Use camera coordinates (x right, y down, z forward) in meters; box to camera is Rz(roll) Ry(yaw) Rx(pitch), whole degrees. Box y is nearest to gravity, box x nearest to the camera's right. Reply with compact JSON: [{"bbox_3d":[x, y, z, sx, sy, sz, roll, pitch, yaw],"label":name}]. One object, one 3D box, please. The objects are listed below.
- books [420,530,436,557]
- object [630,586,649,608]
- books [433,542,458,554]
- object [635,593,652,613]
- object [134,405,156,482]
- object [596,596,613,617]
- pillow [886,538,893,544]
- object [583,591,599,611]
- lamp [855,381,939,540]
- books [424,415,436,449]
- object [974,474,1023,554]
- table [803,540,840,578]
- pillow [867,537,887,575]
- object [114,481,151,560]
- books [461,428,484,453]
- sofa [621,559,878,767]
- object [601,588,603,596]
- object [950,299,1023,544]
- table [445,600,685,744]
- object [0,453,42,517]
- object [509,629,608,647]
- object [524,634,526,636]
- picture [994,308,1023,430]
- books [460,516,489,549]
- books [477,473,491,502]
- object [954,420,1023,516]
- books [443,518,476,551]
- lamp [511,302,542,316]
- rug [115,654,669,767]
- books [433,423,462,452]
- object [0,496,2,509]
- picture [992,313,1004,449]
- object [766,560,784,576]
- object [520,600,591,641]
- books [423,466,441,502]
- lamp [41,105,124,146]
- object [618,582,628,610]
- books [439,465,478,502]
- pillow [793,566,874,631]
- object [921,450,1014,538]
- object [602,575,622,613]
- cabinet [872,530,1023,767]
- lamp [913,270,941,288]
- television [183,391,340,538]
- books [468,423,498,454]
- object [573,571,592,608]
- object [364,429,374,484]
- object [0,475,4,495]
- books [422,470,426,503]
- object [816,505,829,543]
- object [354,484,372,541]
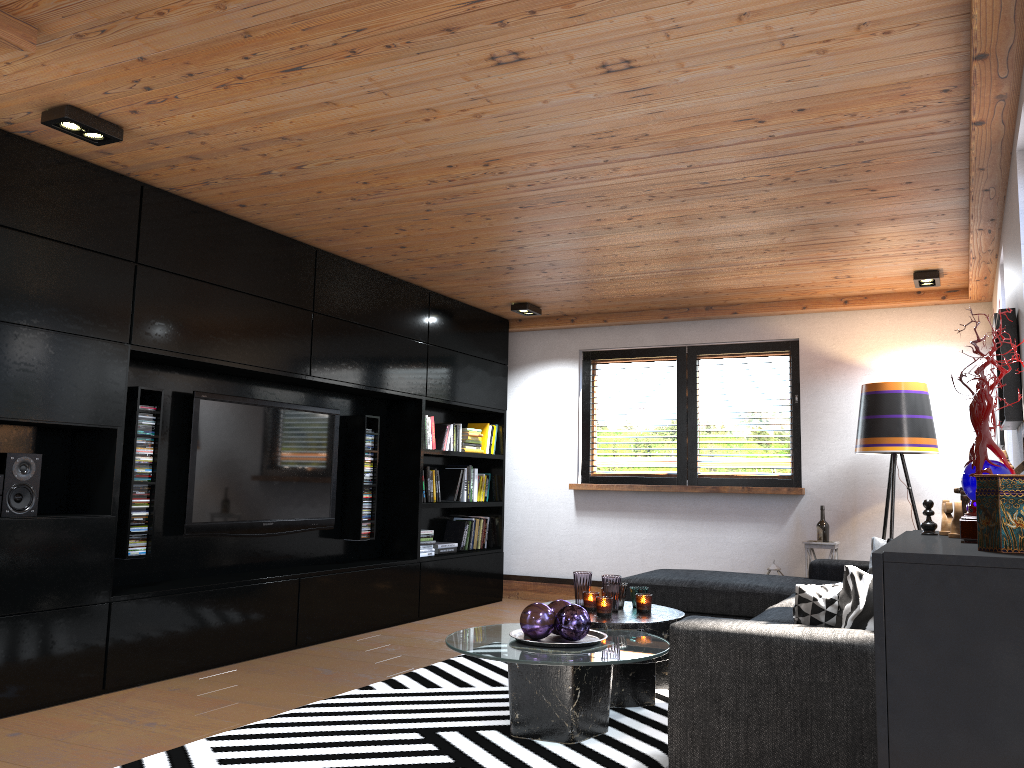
[{"bbox_3d":[-0.740,1.184,6.600,0.256,0.188,0.305,-3,-8,33],"label":"books"},{"bbox_3d":[0.621,1.045,4.336,0.093,0.099,0.091,5,-8,-26],"label":"object"},{"bbox_3d":[-0.585,1.279,6.914,0.207,0.073,0.268,-3,-7,30],"label":"books"},{"bbox_3d":[0.624,1.037,4.191,0.078,0.081,0.080,-5,-9,41],"label":"object"},{"bbox_3d":[-1.902,0.299,4.467,0.124,0.380,0.126,-2,-8,26],"label":"object"},{"bbox_3d":[0.422,1.017,4.054,0.078,0.081,0.080,-5,-9,41],"label":"object"},{"bbox_3d":[1.999,0.954,4.524,0.308,0.364,0.672,-2,-7,22],"label":"pillow"},{"bbox_3d":[0.377,1.036,4.232,0.078,0.081,0.080,-5,-9,41],"label":"object"},{"bbox_3d":[3.110,0.856,5.833,1.626,1.702,0.523,1,-7,5],"label":"lamp"},{"bbox_3d":[-0.718,0.353,6.616,0.206,0.271,0.242,-2,-8,27],"label":"books"},{"bbox_3d":[0.866,0.225,1.544,0.107,0.135,0.097,-1,-7,17],"label":"object"},{"bbox_3d":[2.191,1.421,6.256,0.224,0.610,0.226,-2,-8,26],"label":"table"},{"bbox_3d":[2.163,1.006,5.006,0.216,0.347,0.568,0,-7,7],"label":"pillow"},{"bbox_3d":[-1.910,0.675,4.420,0.124,0.379,0.126,-2,-8,26],"label":"object"},{"bbox_3d":[-0.396,0.470,7.300,0.258,0.198,0.298,-3,-8,29],"label":"books"},{"bbox_3d":[1.189,1.066,4.205,2.068,0.820,3.114,-2,-7,27],"label":"sofa"},{"bbox_3d":[0.483,1.058,4.407,0.078,0.081,0.080,-5,-9,41],"label":"object"},{"bbox_3d":[0.992,0.072,1.829,0.150,0.505,0.327,-2,-8,26],"label":"object"},{"bbox_3d":[0.326,1.216,3.811,0.887,0.372,1.536,-2,-7,27],"label":"table"},{"bbox_3d":[-2.172,0.429,3.785,0.262,0.266,0.157,-2,-8,26],"label":"object"},{"bbox_3d":[0.185,1.015,3.553,0.399,0.022,0.390,7,-9,-44],"label":"object"},{"bbox_3d":[0.084,0.989,3.639,0.078,0.081,0.080,-5,-9,41],"label":"object"},{"bbox_3d":[2.096,-0.047,3.748,0.066,0.452,0.563,-2,-8,27],"label":"picture"},{"bbox_3d":[-0.334,1.247,7.436,0.210,0.262,0.254,-2,-8,27],"label":"books"},{"bbox_3d":[-0.323,0.870,7.458,0.187,0.239,0.292,-2,-7,25],"label":"books"},{"bbox_3d":[1.153,0.222,2.083,0.208,0.271,0.289,-2,-8,27],"label":"object"},{"bbox_3d":[-0.429,1.227,7.249,0.205,0.256,0.246,-2,-8,26],"label":"books"},{"bbox_3d":[0.115,-0.602,7.085,0.154,0.068,0.263,-2,-7,27],"label":"lamp"},{"bbox_3d":[-0.036,1.398,3.763,1.645,0.020,2.924,-2,-7,26],"label":"rug"},{"bbox_3d":[-0.556,0.426,7.061,0.180,0.233,0.286,-3,-8,30],"label":"books"},{"bbox_3d":[-2.280,0.493,3.572,0.256,0.088,0.287,-2,-7,27],"label":"object"},{"bbox_3d":[2.989,-0.002,5.457,0.020,0.783,0.567,-2,-8,27],"label":"picture"},{"bbox_3d":[1.908,1.511,6.442,0.251,0.463,0.253,-2,-8,26],"label":"object"},{"bbox_3d":[0.183,0.951,3.578,0.283,0.143,0.264,0,-7,10],"label":"object"},{"bbox_3d":[-0.671,0.768,6.781,0.208,0.271,0.238,-2,-8,26],"label":"books"},{"bbox_3d":[-1.707,-1.035,3.531,0.154,0.068,0.263,-2,-7,27],"label":"lamp"},{"bbox_3d":[0.503,1.026,4.290,0.113,0.122,0.113,1,-7,3],"label":"object"},{"bbox_3d":[-0.459,0.803,7.167,0.220,0.297,0.348,-2,-8,27],"label":"books"},{"bbox_3d":[1.158,0.763,2.917,0.538,0.346,0.298,3,-7,-13],"label":"pillow"},{"bbox_3d":[1.066,0.254,2.062,0.200,0.197,0.358,-4,-8,38],"label":"object"},{"bbox_3d":[0.469,0.989,4.181,0.094,0.168,0.094,2,-7,-2],"label":"object"},{"bbox_3d":[0.978,0.560,1.813,0.354,0.469,0.963,-2,-7,27],"label":"cabinet"},{"bbox_3d":[2.721,-0.694,5.811,0.154,0.068,0.263,-2,-7,27],"label":"lamp"},{"bbox_3d":[-1.469,0.508,5.340,0.050,0.815,1.263,-2,-8,27],"label":"television"},{"bbox_3d":[-0.255,0.468,7.526,0.210,0.262,0.212,-2,-8,26],"label":"books"},{"bbox_3d":[0.345,1.004,4.333,0.094,0.168,0.094,2,-7,-2],"label":"object"},{"bbox_3d":[-1.048,0.502,6.132,0.124,0.380,0.126,-2,-8,26],"label":"object"},{"bbox_3d":[-2.273,0.406,3.580,0.267,0.088,0.287,-2,-7,27],"label":"object"},{"bbox_3d":[-0.769,0.748,6.590,0.208,0.271,0.238,-2,-8,26],"label":"books"},{"bbox_3d":[2.209,1.007,6.299,0.088,0.287,0.087,3,-7,-10],"label":"object"},{"bbox_3d":[-1.056,0.878,6.084,0.124,0.379,0.126,-2,-8,26],"label":"object"}]
